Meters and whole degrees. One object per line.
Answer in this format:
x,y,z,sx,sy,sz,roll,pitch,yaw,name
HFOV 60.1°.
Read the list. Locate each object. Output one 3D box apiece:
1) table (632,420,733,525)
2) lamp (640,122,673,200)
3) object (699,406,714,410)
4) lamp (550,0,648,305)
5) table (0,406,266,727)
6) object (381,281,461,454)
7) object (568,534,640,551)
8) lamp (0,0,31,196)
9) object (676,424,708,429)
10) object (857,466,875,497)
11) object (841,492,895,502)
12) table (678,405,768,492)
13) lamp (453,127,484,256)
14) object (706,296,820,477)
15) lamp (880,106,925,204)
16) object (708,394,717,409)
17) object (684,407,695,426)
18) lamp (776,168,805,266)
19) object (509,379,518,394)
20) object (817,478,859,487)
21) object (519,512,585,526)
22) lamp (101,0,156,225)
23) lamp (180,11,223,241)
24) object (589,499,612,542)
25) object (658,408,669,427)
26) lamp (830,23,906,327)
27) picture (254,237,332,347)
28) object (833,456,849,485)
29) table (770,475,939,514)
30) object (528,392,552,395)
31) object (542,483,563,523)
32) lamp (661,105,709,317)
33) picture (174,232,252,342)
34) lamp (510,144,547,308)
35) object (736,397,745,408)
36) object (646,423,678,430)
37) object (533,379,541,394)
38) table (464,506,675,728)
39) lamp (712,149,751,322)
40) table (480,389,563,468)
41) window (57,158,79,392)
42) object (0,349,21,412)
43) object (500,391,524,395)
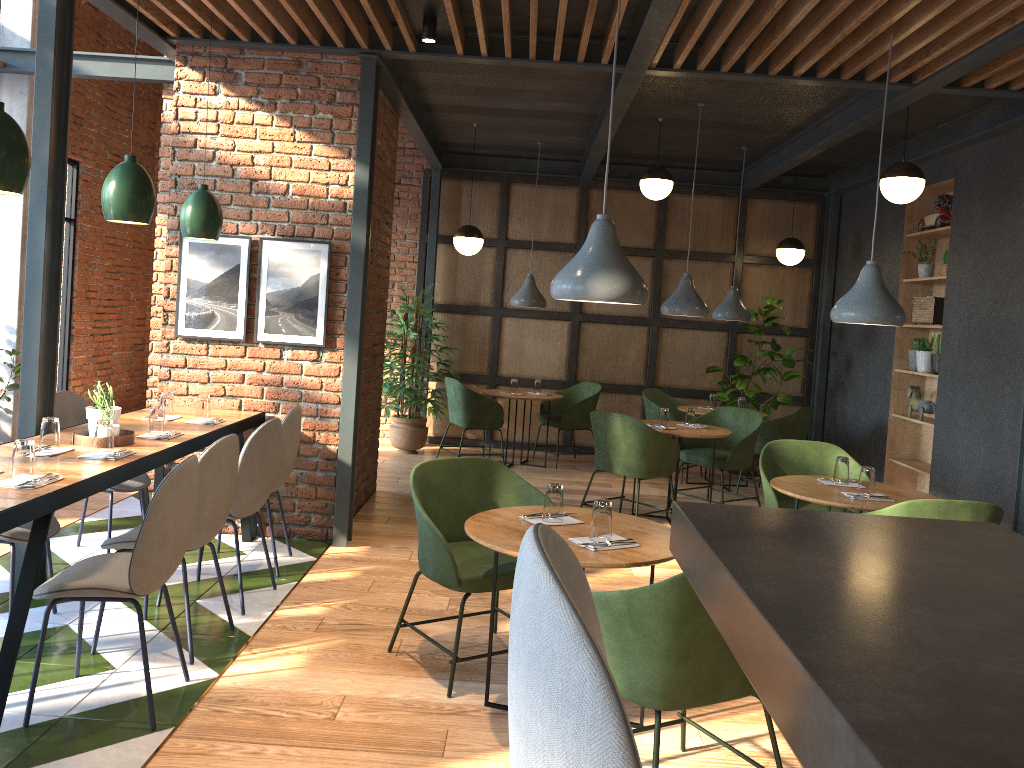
1.216,0.665,6.650,0.809,0.686,0.807,7,5,42,table
1.285,-3.376,7.105,0.268,3.788,0.269,3,2,-20,lamp
1.851,0.223,8.253,0.242,0.019,0.158,-1,6,-45,object
0.460,-2.531,3.127,0.353,4.483,0.352,5,2,36,lamp
-1.858,0.639,3.968,0.658,0.764,2.779,4,4,1,table
-0.987,-0.175,8.794,0.977,1.720,0.916,2,3,-34,object
0.310,0.543,3.065,0.242,0.019,0.158,1,5,-30,object
-1.668,-1.647,2.918,0.224,2.018,0.224,4,2,4,lamp
1.380,0.316,6.724,0.157,0.019,0.243,1,6,-35,object
1.720,0.470,4.293,0.080,0.138,0.080,2,3,-37,object
1.704,0.537,4.272,0.242,0.019,0.158,4,5,0,object
1.909,0.590,8.147,0.807,0.686,0.809,4,3,1,table
-0.269,-3.029,7.801,0.269,3.788,0.268,6,3,44,lamp
2.458,0.020,8.775,1.057,1.792,0.722,4,2,11,object
2.633,-3.050,5.651,0.268,3.788,0.269,3,2,-27,lamp
1.863,0.160,8.226,0.080,0.138,0.080,3,3,-22,object
1.354,0.248,6.726,0.080,0.138,0.080,6,3,38,object
2.801,-3.031,8.481,0.269,3.788,0.268,6,3,44,lamp
0.017,0.022,8.419,0.080,0.138,0.080,3,3,-21,object
1.722,0.511,4.607,0.242,0.019,0.158,4,5,0,object
0.160,0.508,3.364,0.242,0.019,0.158,1,5,-30,object
-1.653,-1.728,3.930,0.224,2.018,0.224,4,2,4,lamp
-1.640,-1.800,4.821,0.224,2.018,0.224,4,2,4,lamp
0.313,0.475,3.089,0.080,0.138,0.080,3,3,-17,object
1.125,0.247,6.550,0.080,0.138,0.080,6,3,38,object
1.917,-2.532,4.337,0.353,4.483,0.352,5,2,36,lamp
-1.313,-0.549,5.303,0.430,0.630,0.015,4,2,1,picture
1.706,0.446,4.581,0.080,0.138,0.080,2,3,-37,object
1.687,0.877,4.439,0.807,0.686,0.810,1,5,-40,table
0.275,0.091,8.587,0.157,0.019,0.243,1,6,-34,object
0.157,0.445,3.331,0.080,0.138,0.080,3,3,-17,object
1.433,-2.743,6.531,0.353,4.483,0.352,5,2,36,lamp
-1.792,-0.582,5.309,0.430,0.630,0.015,4,2,1,picture
0.305,-2.971,8.416,0.353,4.483,0.352,5,2,36,lamp
2.074,0.190,8.031,0.080,0.138,0.080,4,3,8,object
1.095,0.312,6.549,0.157,0.019,0.243,1,6,-35,object
0.249,0.023,8.589,0.080,0.138,0.080,3,3,-21,object
0.208,0.876,3.232,0.809,0.686,0.807,6,4,31,table
2.156,-2.817,8.034,0.353,4.483,0.352,5,2,36,lamp
0.069,0.435,8.549,0.809,0.686,0.807,7,5,40,table
-4.537,-0.833,7.957,0.097,2.695,2.140,4,3,1,window
-3.977,-0.045,6.096,0.860,1.495,0.899,5,3,20,object
-0.013,0.086,8.418,0.157,0.019,0.243,1,6,-34,object
